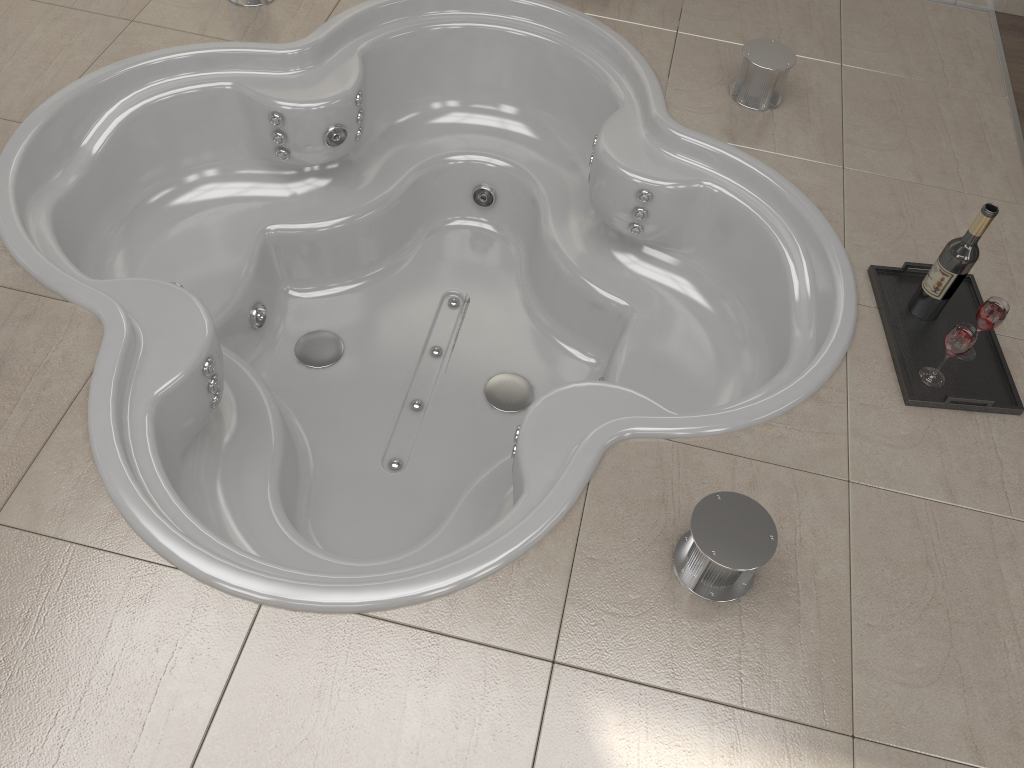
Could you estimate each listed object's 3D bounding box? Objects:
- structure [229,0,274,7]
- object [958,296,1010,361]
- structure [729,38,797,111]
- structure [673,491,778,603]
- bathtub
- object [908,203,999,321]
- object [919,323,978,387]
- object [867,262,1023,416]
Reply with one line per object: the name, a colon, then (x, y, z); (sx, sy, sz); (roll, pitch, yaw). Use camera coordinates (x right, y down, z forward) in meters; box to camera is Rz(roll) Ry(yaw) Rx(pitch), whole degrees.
structure: (-0.763, -1.194, 2.568); (0.150, 0.131, 0.150); (5, 52, -3)
object: (1.009, -0.120, 1.910); (0.055, 0.153, 0.055); (7, 52, -1)
structure: (0.696, -0.861, 2.469); (0.150, 0.131, 0.150); (21, 53, 10)
structure: (0.372, 0.287, 1.558); (0.150, 0.131, 0.150); (17, 53, 7)
bathtub: (-0.228, -0.222, 2.366); (1.754, 0.674, 1.751); (-25, 59, -23)
object: (0.959, -0.264, 1.918); (0.070, 0.307, 0.070); (-14, 56, -16)
object: (0.914, -0.061, 1.855); (0.055, 0.153, 0.055); (7, 52, -1)
object: (0.965, -0.114, 1.984); (0.250, 0.040, 0.400); (5, 52, -2)
